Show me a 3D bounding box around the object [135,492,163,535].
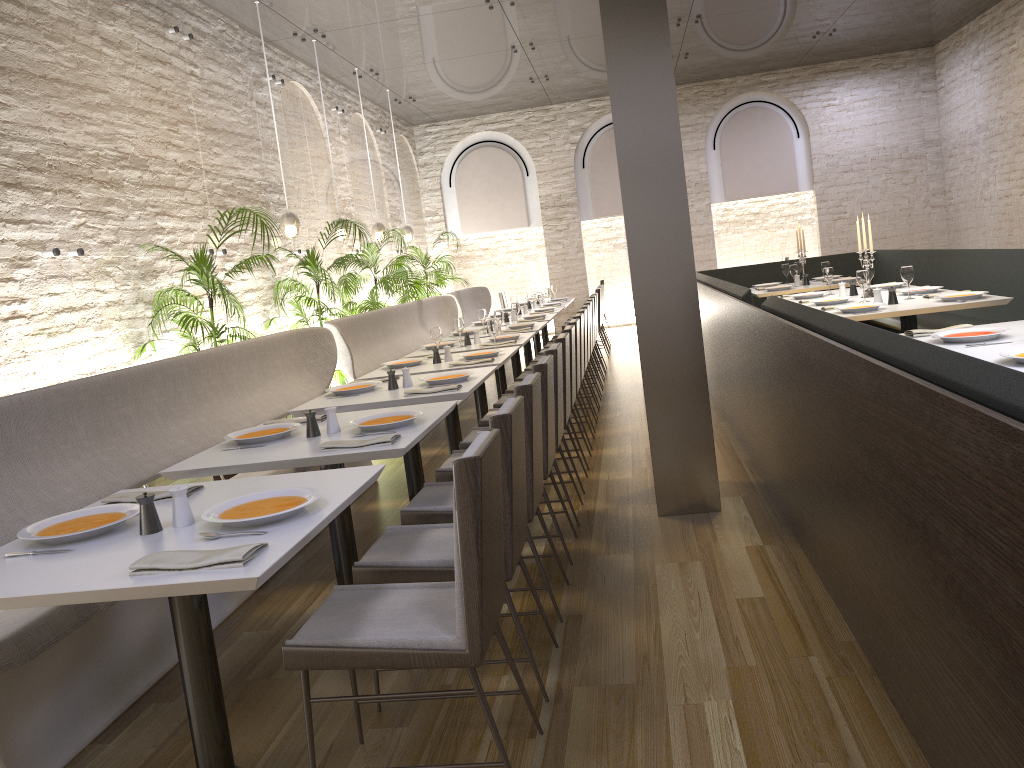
[{"bbox_3d":[-0.977,0.344,2.378,0.059,0.109,0.059,-7,6,0],"label":"object"}]

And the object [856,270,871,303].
[{"bbox_3d":[2.551,-0.710,6.436,0.086,0.230,0.087,-7,6,8],"label":"object"}]

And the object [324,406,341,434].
[{"bbox_3d":[-0.741,0.145,3.647,0.059,0.109,0.059,-7,6,0],"label":"object"}]

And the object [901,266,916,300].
[{"bbox_3d":[2.780,-0.710,6.217,0.086,0.230,0.086,-12,7,-39],"label":"object"}]

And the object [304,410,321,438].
[{"bbox_3d":[-0.816,0.159,3.612,0.059,0.109,0.059,-7,6,0],"label":"object"}]

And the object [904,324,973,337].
[{"bbox_3d":[2.063,-0.260,4.291,0.272,0.033,0.143,-6,7,8],"label":"object"}]

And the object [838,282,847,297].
[{"bbox_3d":[2.661,-0.760,7.133,0.069,0.126,0.069,-7,6,2],"label":"object"}]

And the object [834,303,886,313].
[{"bbox_3d":[2.293,-0.497,5.842,0.321,0.036,0.323,-7,8,6],"label":"object"}]

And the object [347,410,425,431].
[{"bbox_3d":[-0.514,0.156,3.639,0.322,0.036,0.322,-9,8,-14],"label":"object"}]

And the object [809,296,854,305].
[{"bbox_3d":[2.399,-0.620,6.658,0.321,0.036,0.323,-3,8,28],"label":"object"}]

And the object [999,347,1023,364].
[{"bbox_3d":[1.949,-0.102,3.210,0.322,0.036,0.322,-9,8,-16],"label":"object"}]

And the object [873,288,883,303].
[{"bbox_3d":[2.504,-0.597,6.064,0.068,0.126,0.069,-4,7,31],"label":"object"}]

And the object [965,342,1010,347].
[{"bbox_3d":[2.011,-0.170,3.735,0.185,0.010,0.017,-6,7,8],"label":"object"}]

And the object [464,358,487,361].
[{"bbox_3d":[-0.235,-0.161,5.811,0.181,0.015,0.038,-6,7,10],"label":"object"}]

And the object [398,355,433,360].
[{"bbox_3d":[-0.674,-0.185,6.402,0.272,0.033,0.143,-6,7,8],"label":"object"}]

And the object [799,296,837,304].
[{"bbox_3d":[2.417,-0.660,6.998,0.272,0.033,0.143,-6,7,8],"label":"object"}]

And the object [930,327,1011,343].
[{"bbox_3d":[2.047,-0.215,3.959,0.321,0.036,0.323,-3,8,28],"label":"object"}]

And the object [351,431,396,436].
[{"bbox_3d":[-0.542,0.191,3.460,0.181,0.015,0.038,-6,7,10],"label":"object"}]

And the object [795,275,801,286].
[{"bbox_3d":[2.965,-1.074,9.199,0.069,0.126,0.069,-12,7,-40],"label":"object"}]

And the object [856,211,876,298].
[{"bbox_3d":[2.705,-0.991,6.769,0.131,0.654,0.392,-6,6,19],"label":"object"}]

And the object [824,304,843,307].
[{"bbox_3d":[2.364,-0.576,6.442,0.185,0.010,0.017,-6,7,8],"label":"object"}]

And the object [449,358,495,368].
[{"bbox_3d":[-0.255,-0.136,5.636,0.272,0.033,0.143,-6,7,8],"label":"object"}]

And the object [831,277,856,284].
[{"bbox_3d":[3.323,-1.034,8.875,0.322,0.036,0.322,-9,8,-16],"label":"object"}]

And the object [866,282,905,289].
[{"bbox_3d":[3.132,-0.813,7.405,0.321,0.036,0.323,-7,8,4],"label":"object"}]

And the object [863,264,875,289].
[{"bbox_3d":[2.908,-0.858,7.201,0.086,0.230,0.087,-5,6,20],"label":"object"}]

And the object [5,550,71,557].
[{"bbox_3d":[-1.230,0.437,2.304,0.185,0.010,0.017,-6,7,8],"label":"object"}]

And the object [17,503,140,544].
[{"bbox_3d":[-1.203,0.399,2.483,0.322,0.036,0.322,-9,8,-14],"label":"object"}]

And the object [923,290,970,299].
[{"bbox_3d":[2.988,-0.612,6.090,0.272,0.033,0.143,-6,7,8],"label":"object"}]

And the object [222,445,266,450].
[{"bbox_3d":[-1.069,0.251,3.537,0.185,0.010,0.017,-6,7,8],"label":"object"}]

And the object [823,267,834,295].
[{"bbox_3d":[2.693,-0.873,7.520,0.086,0.230,0.087,-5,6,20],"label":"object"}]

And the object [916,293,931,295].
[{"bbox_3d":[2.995,-0.651,6.375,0.181,0.015,0.038,-6,7,10],"label":"object"}]

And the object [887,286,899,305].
[{"bbox_3d":[2.578,-0.598,6.003,0.068,0.126,0.069,-3,7,39],"label":"object"}]

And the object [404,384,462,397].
[{"bbox_3d":[-0.400,0.031,4.519,0.272,0.033,0.143,-6,7,8],"label":"object"}]

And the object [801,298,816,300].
[{"bbox_3d":[2.474,-0.703,7.290,0.185,0.010,0.017,-6,7,8],"label":"object"}]

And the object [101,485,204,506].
[{"bbox_3d":[-1.141,0.353,2.818,0.272,0.033,0.143,-6,7,8],"label":"object"}]

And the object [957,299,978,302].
[{"bbox_3d":[2.889,-0.529,5.563,0.181,0.015,0.038,-6,7,10],"label":"object"}]

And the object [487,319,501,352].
[{"bbox_3d":[-0.124,-0.340,6.231,0.086,0.230,0.086,-12,7,-39],"label":"object"}]

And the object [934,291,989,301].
[{"bbox_3d":[2.916,-0.565,5.751,0.322,0.036,0.322,-9,8,-16],"label":"object"}]

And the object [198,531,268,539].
[{"bbox_3d":[-0.702,0.377,2.227,0.181,0.015,0.038,-6,7,10],"label":"object"}]

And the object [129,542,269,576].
[{"bbox_3d":[-0.722,0.402,2.052,0.272,0.033,0.143,-6,7,8],"label":"object"}]

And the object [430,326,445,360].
[{"bbox_3d":[-0.519,-0.283,6.183,0.086,0.230,0.086,-12,7,-39],"label":"object"}]

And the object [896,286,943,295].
[{"bbox_3d":[3.023,-0.688,6.567,0.321,0.036,0.323,-3,8,28],"label":"object"}]

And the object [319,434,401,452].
[{"bbox_3d":[-0.561,0.217,3.286,0.272,0.033,0.143,-6,7,8],"label":"object"}]

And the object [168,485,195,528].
[{"bbox_3d":[-0.902,0.330,2.414,0.059,0.109,0.059,-7,6,0],"label":"object"}]

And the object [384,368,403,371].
[{"bbox_3d":[-0.763,-0.101,5.888,0.185,0.010,0.017,-6,7,8],"label":"object"}]

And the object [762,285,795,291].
[{"bbox_3d":[2.700,-0.966,8.966,0.322,0.036,0.322,-9,8,-16],"label":"object"}]

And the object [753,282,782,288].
[{"bbox_3d":[2.796,-1.077,9.702,0.321,0.036,0.323,-7,8,4],"label":"object"}]

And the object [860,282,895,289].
[{"bbox_3d":[3.205,-0.861,7.749,0.272,0.033,0.143,-6,7,8],"label":"object"}]

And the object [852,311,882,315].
[{"bbox_3d":[2.258,-0.454,5.631,0.185,0.010,0.017,-6,7,8],"label":"object"}]

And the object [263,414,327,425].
[{"bbox_3d":[-0.980,0.168,4.052,0.272,0.033,0.143,-6,7,8],"label":"object"}]

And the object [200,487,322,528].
[{"bbox_3d":[-0.675,0.341,2.406,0.322,0.036,0.322,-9,8,-14],"label":"object"}]

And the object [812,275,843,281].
[{"bbox_3d":[3.419,-1.144,9.611,0.322,0.036,0.322,-12,9,-33],"label":"object"}]

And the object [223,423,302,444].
[{"bbox_3d":[-1.043,0.214,3.717,0.322,0.036,0.322,-9,8,-14],"label":"object"}]

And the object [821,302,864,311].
[{"bbox_3d":[2.311,-0.539,6.187,0.272,0.033,0.143,-6,7,8],"label":"object"}]

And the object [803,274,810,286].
[{"bbox_3d":[3.041,-1.079,9.164,0.069,0.126,0.069,-12,7,-40],"label":"object"}]

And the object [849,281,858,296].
[{"bbox_3d":[2.741,-0.768,7.118,0.069,0.126,0.069,-7,6,2],"label":"object"}]

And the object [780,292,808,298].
[{"bbox_3d":[2.528,-0.788,7.846,0.272,0.033,0.143,-6,7,8],"label":"object"}]

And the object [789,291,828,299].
[{"bbox_3d":[2.508,-0.746,7.497,0.321,0.036,0.323,-7,8,4],"label":"object"}]

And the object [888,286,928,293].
[{"bbox_3d":[3.094,-0.734,6.902,0.272,0.033,0.143,-6,7,8],"label":"object"}]
